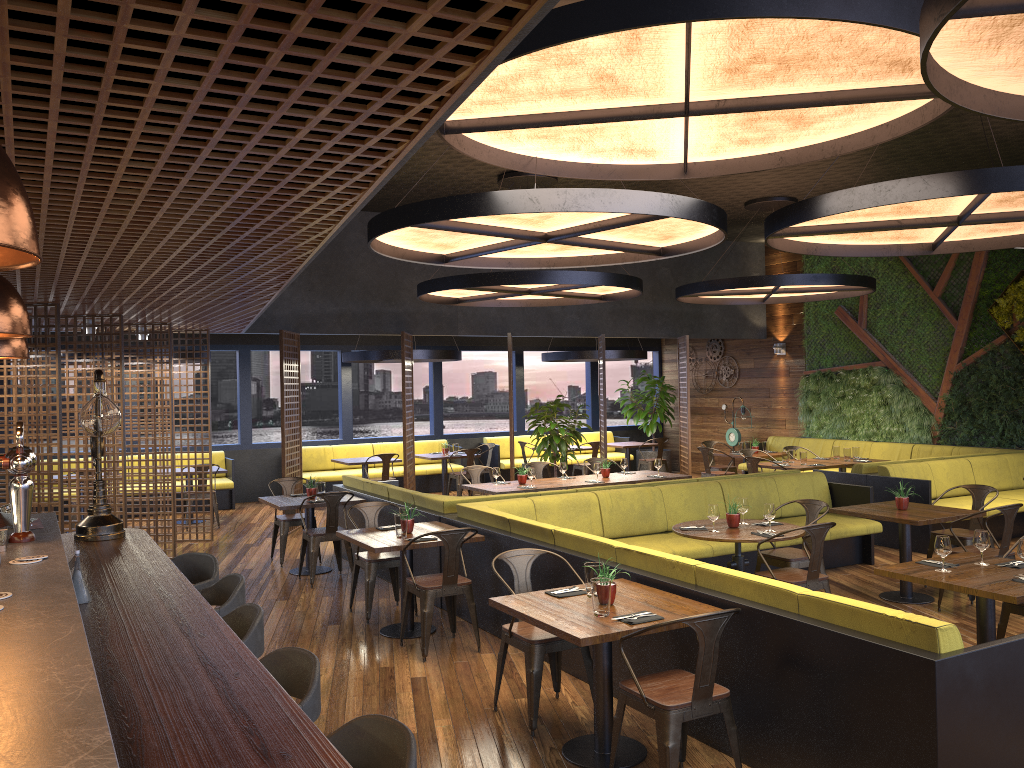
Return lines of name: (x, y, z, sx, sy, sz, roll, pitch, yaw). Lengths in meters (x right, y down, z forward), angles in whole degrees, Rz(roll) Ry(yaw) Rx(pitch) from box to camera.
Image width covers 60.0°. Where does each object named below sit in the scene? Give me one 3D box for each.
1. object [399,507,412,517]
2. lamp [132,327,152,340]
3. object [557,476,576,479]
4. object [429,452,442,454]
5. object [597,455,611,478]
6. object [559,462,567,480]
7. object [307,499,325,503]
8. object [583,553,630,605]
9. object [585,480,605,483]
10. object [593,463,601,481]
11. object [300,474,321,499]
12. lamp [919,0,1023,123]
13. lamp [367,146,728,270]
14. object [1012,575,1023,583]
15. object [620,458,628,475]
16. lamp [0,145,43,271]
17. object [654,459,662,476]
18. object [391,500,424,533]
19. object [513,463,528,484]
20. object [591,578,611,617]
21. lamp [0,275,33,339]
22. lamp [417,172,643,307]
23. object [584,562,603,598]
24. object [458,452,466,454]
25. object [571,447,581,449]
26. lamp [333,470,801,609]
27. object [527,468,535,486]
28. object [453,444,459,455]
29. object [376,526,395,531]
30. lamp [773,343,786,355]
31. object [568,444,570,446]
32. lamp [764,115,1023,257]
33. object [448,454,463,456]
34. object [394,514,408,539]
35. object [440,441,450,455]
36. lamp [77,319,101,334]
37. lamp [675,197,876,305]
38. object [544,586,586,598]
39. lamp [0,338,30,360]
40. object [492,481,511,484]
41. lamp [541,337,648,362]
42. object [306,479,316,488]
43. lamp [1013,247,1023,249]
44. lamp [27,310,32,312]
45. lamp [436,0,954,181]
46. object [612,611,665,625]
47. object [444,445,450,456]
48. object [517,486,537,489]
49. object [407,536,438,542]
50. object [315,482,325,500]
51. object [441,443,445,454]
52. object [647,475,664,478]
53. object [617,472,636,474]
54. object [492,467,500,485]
object: (-0.857, 1.088, 7.150, 0.102, 0.178, 0.102, -1, 0, -43)
lamp: (-4.505, -0.610, 10.803, 0.228, 0.172, 0.228, -1, 0, -29)
object: (0.678, 1.147, 10.880, 0.157, 0.019, 0.255, -1, 0, -28)
object: (-1.288, 1.189, 15.301, 0.255, 0.019, 0.157, -1, 0, -29)
object: (1.141, 1.009, 10.865, 0.238, 0.271, 0.260, -1, 0, -7)
object: (0.615, 1.054, 10.717, 0.097, 0.206, 0.097, -1, 0, 17)
object: (-2.000, 1.193, 9.063, 0.255, 0.019, 0.157, -1, 0, -29)
object: (0.482, 1.012, 4.615, 0.238, 0.271, 0.260, -1, 0, -7)
object: (0.957, 1.141, 10.387, 0.157, 0.019, 0.255, -1, 0, -28)
object: (1.016, 1.046, 10.551, 0.097, 0.206, 0.097, -1, 0, 17)
object: (-2.103, 1.070, 9.356, 0.260, 0.271, 0.238, -1, 0, -27)
lamp: (2.678, -1.876, 2.528, 2.778, 1.475, 2.778, -1, 0, 26)
lamp: (0.255, -1.822, 6.993, 2.778, 1.475, 2.778, -1, 0, -25)
object: (2.904, 1.095, 4.943, 0.157, 0.019, 0.255, -1, 0, -28)
object: (1.412, 1.040, 11.154, 0.097, 0.206, 0.097, -1, 0, 17)
lamp: (-0.530, -0.443, 0.723, 0.250, 0.673, 0.250, -1, 0, 4)
object: (1.813, 1.032, 10.987, 0.097, 0.206, 0.097, -1, 0, 17)
object: (-0.817, 1.041, 7.009, 0.260, 0.271, 0.238, -1, 0, -27)
object: (0.111, 1.028, 10.300, 0.238, 0.271, 0.260, -1, 0, -7)
object: (0.442, 1.059, 4.394, 0.102, 0.178, 0.102, -1, 0, 7)
lamp: (-1.085, -0.430, 1.735, 0.250, 0.673, 0.250, -1, 0, 4)
lamp: (0.207, -1.815, 11.006, 2.778, 1.475, 2.778, -1, 0, -29)
object: (0.441, 1.059, 4.782, 0.102, 0.178, 0.102, -1, 0, -43)
object: (-0.838, 1.180, 15.141, 0.157, 0.019, 0.255, -1, 0, -29)
object: (1.124, 1.143, 15.865, 0.255, 0.019, 0.157, -1, 0, -29)
lamp: (-1.396, 0.598, 8.961, 9.057, 2.714, 3.017, -1, 0, -29)
object: (0.220, 1.061, 10.114, 0.097, 0.206, 0.097, -1, 0, 17)
object: (-0.954, 1.103, 15.020, 0.102, 0.178, 0.102, -1, 0, -43)
object: (-0.977, 1.171, 7.264, 0.255, 0.019, 0.157, -1, 0, -29)
lamp: (4.911, -0.646, 16.385, 0.189, 0.215, 0.215, -1, 0, -29)
object: (1.001, 1.066, 15.980, 0.102, 0.178, 0.102, -1, 0, -43)
lamp: (3.305, -1.882, 6.586, 2.778, 1.475, 2.778, -1, 0, 20)
object: (-0.963, 1.182, 14.723, 0.255, 0.019, 0.157, -1, 0, -29)
object: (-0.845, 1.088, 6.774, 0.102, 0.178, 0.102, -1, 0, -43)
object: (-1.119, 1.060, 15.018, 0.238, 0.271, 0.260, -1, 0, -7)
lamp: (-4.562, -0.611, 9.568, 0.228, 0.172, 0.228, -1, 0, -29)
lamp: (3.772, -1.957, 12.870, 2.778, 1.362, 2.778, -1, 0, 26)
object: (0.321, 1.142, 4.896, 0.255, 0.019, 0.157, -1, 0, -29)
lamp: (-1.666, -0.417, 2.795, 0.250, 0.673, 0.250, -1, 0, 4)
object: (-0.118, 1.162, 10.443, 0.157, 0.019, 0.255, -1, 0, -28)
lamp: (1.523, -1.530, 16.653, 1.979, 2.172, 1.979, -1, 0, -44)
object: (-2.159, 1.117, 9.524, 0.102, 0.178, 0.102, -1, 0, -13)
lamp: (6.132, -2.111, 8.660, 2.778, 1.159, 2.778, -1, 0, -39)
lamp: (-4.650, -0.611, 8.348, 0.228, 0.172, 0.228, -1, 0, -29)
lamp: (0.949, -2.016, 4.864, 2.778, 1.159, 2.778, -1, 0, 21)
object: (0.599, 1.135, 4.321, 0.255, 0.019, 0.157, -1, 0, -29)
object: (-1.086, 1.105, 14.837, 0.102, 0.178, 0.102, -1, 0, -43)
object: (0.160, 1.156, 9.951, 0.157, 0.019, 0.255, -1, 0, -28)
object: (-0.699, 1.164, 6.689, 0.255, 0.019, 0.157, -1, 0, -29)
object: (-1.996, 1.114, 9.247, 0.102, 0.178, 0.102, -1, 0, -23)
object: (-1.169, 1.107, 15.186, 0.102, 0.178, 0.102, -1, 0, -43)
object: (1.753, 1.126, 10.824, 0.157, 0.019, 0.255, -1, 0, -28)
object: (1.475, 1.133, 11.316, 0.157, 0.019, 0.255, -1, 0, -28)
object: (-0.182, 1.069, 10.280, 0.097, 0.206, 0.097, -1, 0, 17)
